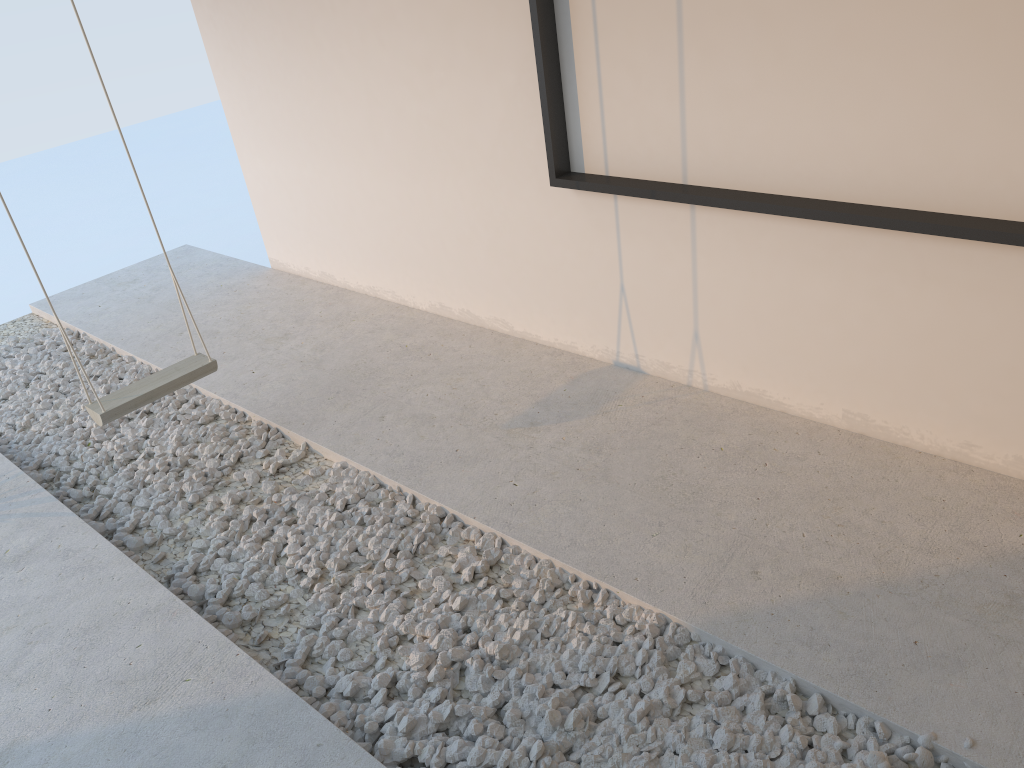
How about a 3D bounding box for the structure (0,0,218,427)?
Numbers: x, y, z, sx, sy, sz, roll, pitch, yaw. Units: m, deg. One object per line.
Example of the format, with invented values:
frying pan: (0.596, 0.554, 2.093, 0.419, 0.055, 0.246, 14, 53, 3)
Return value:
structure: (-1.427, -0.770, 2.730, 0.126, 1.947, 0.451, 22, 43, 40)
